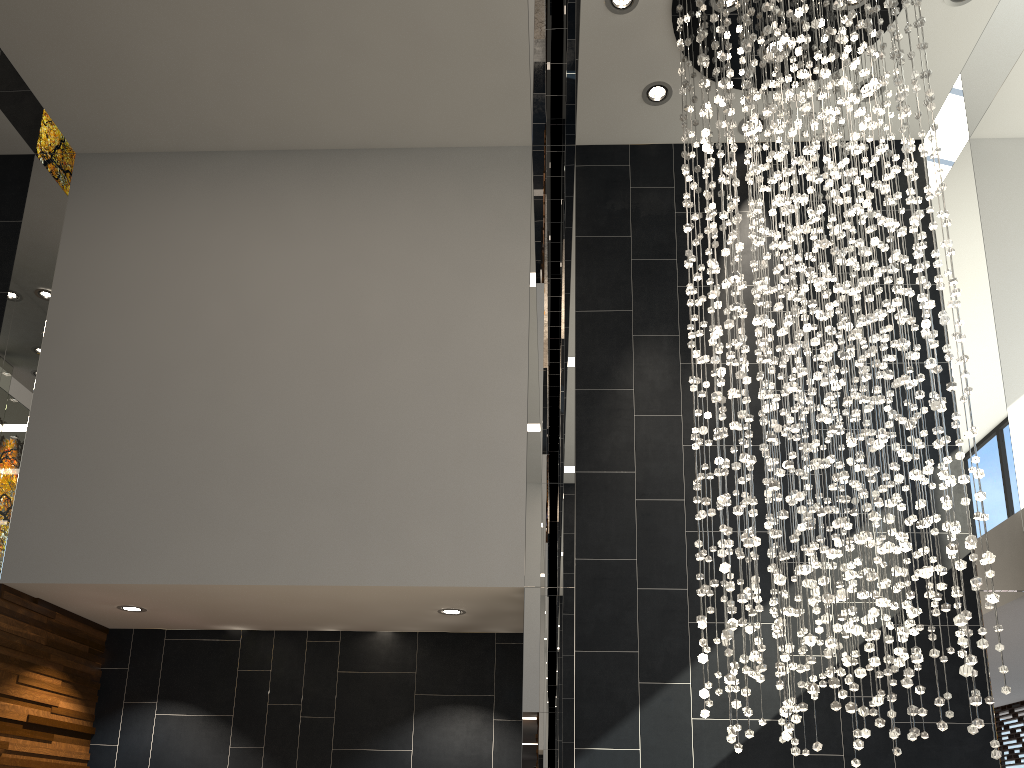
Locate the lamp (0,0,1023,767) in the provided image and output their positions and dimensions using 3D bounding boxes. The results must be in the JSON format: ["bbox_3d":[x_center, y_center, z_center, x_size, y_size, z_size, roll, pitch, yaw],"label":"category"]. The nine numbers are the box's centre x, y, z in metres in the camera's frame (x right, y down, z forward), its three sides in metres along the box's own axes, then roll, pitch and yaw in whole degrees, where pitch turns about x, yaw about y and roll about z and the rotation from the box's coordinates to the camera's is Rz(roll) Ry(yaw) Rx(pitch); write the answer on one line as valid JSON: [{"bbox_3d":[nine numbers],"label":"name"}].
[{"bbox_3d":[-4.124,-40.736,13.646,405.643,105.985,425.362,-12,-29,25],"label":"lamp"}]
